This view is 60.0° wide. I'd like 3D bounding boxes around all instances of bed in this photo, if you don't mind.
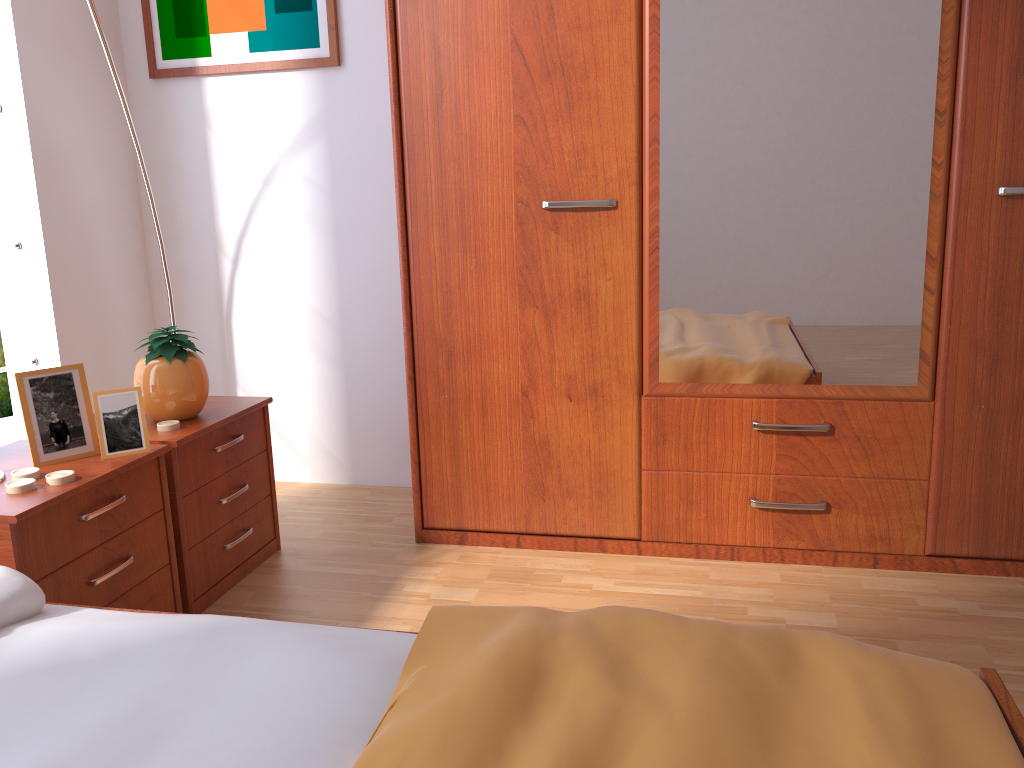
[{"bbox_3d":[-0.472,0.508,0.782,1.990,0.560,1.632,1,12,13],"label":"bed"}]

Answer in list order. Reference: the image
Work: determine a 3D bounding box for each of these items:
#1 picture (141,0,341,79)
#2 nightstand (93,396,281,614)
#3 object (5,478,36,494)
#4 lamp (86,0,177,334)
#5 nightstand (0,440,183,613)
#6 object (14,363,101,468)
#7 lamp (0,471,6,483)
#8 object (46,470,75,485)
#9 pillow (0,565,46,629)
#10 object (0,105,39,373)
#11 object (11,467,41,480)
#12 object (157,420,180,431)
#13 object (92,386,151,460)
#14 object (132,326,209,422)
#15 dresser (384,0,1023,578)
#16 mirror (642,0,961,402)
[{"bbox_3d":[-0.842,-1.220,2.704,0.645,0.517,0.030,1,12,13],"label":"picture"},{"bbox_3d":[-0.859,0.293,2.228,0.377,0.442,0.439,1,12,13],"label":"nightstand"},{"bbox_3d":[-0.902,0.189,1.629,0.049,0.018,0.049,-2,12,0],"label":"object"},{"bbox_3d":[-1.023,-0.341,2.431,0.387,1.603,0.799,-5,12,-14],"label":"lamp"},{"bbox_3d":[-0.961,0.389,1.785,0.377,0.442,0.439,1,12,13],"label":"nightstand"},{"bbox_3d":[-0.920,0.063,1.801,0.037,0.191,0.131,9,16,42],"label":"object"},{"bbox_3d":[-1.054,0.003,1.542,0.163,0.421,0.337,-2,12,1],"label":"lamp"},{"bbox_3d":[-0.851,0.178,1.672,0.049,0.018,0.049,-2,12,0],"label":"object"},{"bbox_3d":[-1.064,0.396,1.183,0.574,0.182,0.630,1,12,11],"label":"pillow"},{"bbox_3d":[-1.648,-0.729,1.464,0.033,1.815,2.205,1,12,13],"label":"object"},{"bbox_3d":[-0.930,0.175,1.698,0.049,0.018,0.049,-2,12,0],"label":"object"},{"bbox_3d":[-0.792,0.098,2.045,0.049,0.018,0.049,-2,12,0],"label":"object"},{"bbox_3d":[-0.805,0.080,1.829,0.094,0.137,0.027,-9,14,-31],"label":"object"},{"bbox_3d":[-0.820,-0.025,2.132,0.170,0.223,0.169,-3,12,-7],"label":"object"},{"bbox_3d":[0.734,-0.558,2.234,2.017,2.004,0.487,1,12,13],"label":"dresser"},{"bbox_3d":[0.637,-0.723,2.004,0.681,1.556,0.037,1,12,13],"label":"mirror"}]
